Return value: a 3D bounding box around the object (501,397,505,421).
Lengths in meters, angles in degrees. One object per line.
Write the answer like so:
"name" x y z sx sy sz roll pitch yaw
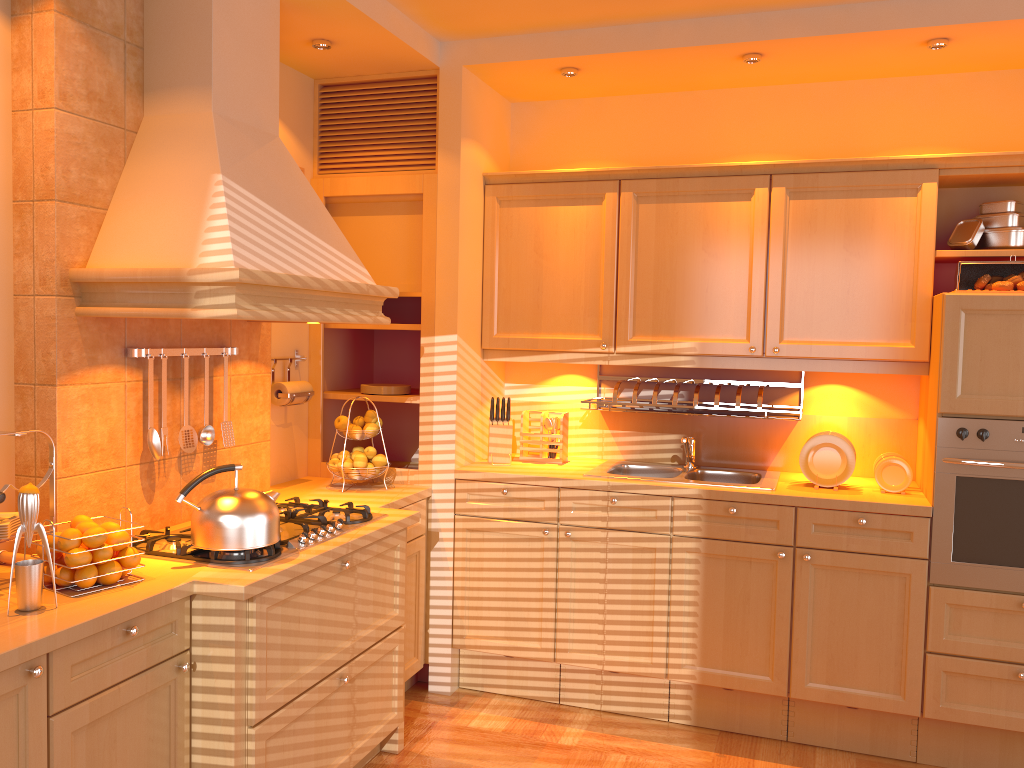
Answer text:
"object" -0.041 0.189 3.864 0.019 0.265 0.038 1 3 2

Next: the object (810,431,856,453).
"object" 1.267 0.289 3.548 0.205 0.200 0.049 3 3 21

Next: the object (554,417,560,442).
"object" 0.191 0.243 3.974 0.042 0.192 0.040 0 3 -21

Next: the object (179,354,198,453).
"object" -1.041 0.062 2.850 0.017 0.320 0.090 2 3 19

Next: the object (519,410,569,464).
"object" 0.145 0.235 3.979 0.200 0.221 0.103 2 3 19

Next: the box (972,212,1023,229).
"box" 1.865 -0.612 3.389 0.124 0.066 0.177 -1 4 -35

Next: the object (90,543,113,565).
"object" -1.016 0.419 2.191 0.062 0.053 0.052 4 4 41

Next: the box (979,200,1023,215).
"box" 1.866 -0.667 3.386 0.098 0.052 0.140 -1 4 -35

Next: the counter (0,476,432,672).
"counter" -0.907 0.492 2.719 0.770 0.038 2.250 2 3 19

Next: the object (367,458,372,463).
"object" -0.593 0.306 3.673 0.057 0.059 0.058 0 3 -17

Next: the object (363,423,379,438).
"object" -0.578 0.188 3.626 0.063 0.063 0.064 4 4 36

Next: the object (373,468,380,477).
"object" -0.575 0.354 3.648 0.063 0.061 0.064 1 3 -3

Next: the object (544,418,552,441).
"object" 0.164 0.244 3.932 0.042 0.192 0.040 0 3 -20

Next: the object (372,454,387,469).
"object" -0.538 0.314 3.608 0.064 0.060 0.063 4 4 34

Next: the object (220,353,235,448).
"object" -0.974 0.055 3.039 0.020 0.323 0.061 2 3 19

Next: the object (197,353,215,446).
"object" -1.026 0.052 2.946 0.037 0.309 0.077 2 3 19

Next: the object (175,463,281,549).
"object" -0.781 0.332 2.506 0.242 0.215 0.251 2 3 6

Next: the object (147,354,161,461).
"object" -1.088 0.072 2.698 0.028 0.323 0.055 2 3 19

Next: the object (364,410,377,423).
"object" -0.579 0.135 3.635 0.055 0.059 0.058 0 4 -25

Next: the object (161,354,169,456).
"object" -1.079 0.066 2.756 0.006 0.319 0.028 2 3 19

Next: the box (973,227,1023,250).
"box" 1.863 -0.543 3.393 0.169 0.090 0.242 -1 4 -35

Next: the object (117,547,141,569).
"object" -0.972 0.441 2.250 0.052 0.054 0.061 -2 5 -44

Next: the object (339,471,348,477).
"object" -0.685 0.360 3.632 0.046 0.043 0.047 0 3 -21

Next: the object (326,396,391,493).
"object" -0.629 0.238 3.643 0.265 0.376 0.265 0 4 -22

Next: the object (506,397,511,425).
"object" -0.018 0.190 3.867 0.019 0.265 0.037 1 3 2

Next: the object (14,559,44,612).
"object" -1.092 0.456 2.007 0.060 0.106 0.060 1 3 -13

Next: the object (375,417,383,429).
"object" -0.566 0.162 3.677 0.057 0.060 0.058 4 4 40

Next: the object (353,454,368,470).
"object" -0.605 0.311 3.542 0.056 0.063 0.065 1 3 -5

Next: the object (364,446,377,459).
"object" -0.577 0.280 3.609 0.050 0.052 0.049 3 4 27

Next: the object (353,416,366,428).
"object" -0.628 0.157 3.648 0.051 0.051 0.050 4 4 43

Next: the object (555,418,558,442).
"object" 0.192 0.248 3.937 0.022 0.196 0.018 3 4 24

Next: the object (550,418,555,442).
"object" 0.180 0.248 3.936 0.017 0.196 0.020 5 5 45

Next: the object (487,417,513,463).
"object" -0.052 0.246 3.880 0.100 0.200 0.070 1 3 -7

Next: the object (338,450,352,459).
"object" -0.679 0.298 3.611 0.055 0.058 0.056 -1 4 -35

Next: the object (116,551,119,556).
"object" -1.031 0.430 2.286 0.051 0.055 0.061 -2 4 -42

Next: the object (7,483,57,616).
"object" -1.095 0.366 1.988 0.101 0.288 0.088 2 3 19

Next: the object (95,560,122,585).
"object" -1.010 0.469 2.211 0.074 0.063 0.064 1 3 0

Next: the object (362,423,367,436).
"object" -0.613 0.190 3.678 0.058 0.059 0.058 -1 4 -39

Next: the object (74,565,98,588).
"object" -1.035 0.466 2.155 0.052 0.057 0.060 0 3 -19

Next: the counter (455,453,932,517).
"counter" 0.710 0.395 3.661 1.800 0.038 0.600 2 3 19

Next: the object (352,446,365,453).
"object" -0.630 0.278 3.646 0.051 0.048 0.050 -1 4 -37

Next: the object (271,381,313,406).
"object" -0.902 0.037 3.625 0.096 0.094 0.186 2 3 19

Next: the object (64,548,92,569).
"object" -1.044 0.420 2.135 0.053 0.051 0.063 4 4 38

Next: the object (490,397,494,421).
"object" -0.086 0.189 3.858 0.019 0.265 0.037 0 3 -17

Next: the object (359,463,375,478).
"object" -0.585 0.348 3.582 0.064 0.062 0.064 2 3 6

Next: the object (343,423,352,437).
"object" -0.670 0.190 3.657 0.057 0.056 0.051 0 3 -21

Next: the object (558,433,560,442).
"object" 0.206 0.257 3.950 0.044 0.178 0.019 1 3 -4

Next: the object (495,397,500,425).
"object" -0.065 0.189 3.861 0.019 0.265 0.038 1 3 2

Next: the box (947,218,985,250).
"box" 1.722 -0.564 3.360 0.117 0.129 0.098 -1 4 -35

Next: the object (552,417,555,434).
"object" 0.181 0.247 3.958 0.018 0.196 0.023 3 4 24

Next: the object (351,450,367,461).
"object" -0.620 0.300 3.595 0.063 0.061 0.063 1 3 -7

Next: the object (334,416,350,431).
"object" -0.690 0.161 3.613 0.063 0.064 0.061 3 4 28

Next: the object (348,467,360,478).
"object" -0.642 0.359 3.601 0.052 0.056 0.057 0 3 -18

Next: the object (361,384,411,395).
"object" -0.559 0.025 3.936 0.222 0.039 0.222 4 4 36

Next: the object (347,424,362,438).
"object" -0.640 0.195 3.606 0.064 0.058 0.063 0 3 -15

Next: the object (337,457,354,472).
"object" -0.668 0.326 3.558 0.063 0.063 0.063 3 4 31

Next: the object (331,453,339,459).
"object" -0.730 0.312 3.694 0.044 0.047 0.046 4 4 40

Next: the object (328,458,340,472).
"object" -0.718 0.329 3.603 0.056 0.057 0.053 1 3 -4
